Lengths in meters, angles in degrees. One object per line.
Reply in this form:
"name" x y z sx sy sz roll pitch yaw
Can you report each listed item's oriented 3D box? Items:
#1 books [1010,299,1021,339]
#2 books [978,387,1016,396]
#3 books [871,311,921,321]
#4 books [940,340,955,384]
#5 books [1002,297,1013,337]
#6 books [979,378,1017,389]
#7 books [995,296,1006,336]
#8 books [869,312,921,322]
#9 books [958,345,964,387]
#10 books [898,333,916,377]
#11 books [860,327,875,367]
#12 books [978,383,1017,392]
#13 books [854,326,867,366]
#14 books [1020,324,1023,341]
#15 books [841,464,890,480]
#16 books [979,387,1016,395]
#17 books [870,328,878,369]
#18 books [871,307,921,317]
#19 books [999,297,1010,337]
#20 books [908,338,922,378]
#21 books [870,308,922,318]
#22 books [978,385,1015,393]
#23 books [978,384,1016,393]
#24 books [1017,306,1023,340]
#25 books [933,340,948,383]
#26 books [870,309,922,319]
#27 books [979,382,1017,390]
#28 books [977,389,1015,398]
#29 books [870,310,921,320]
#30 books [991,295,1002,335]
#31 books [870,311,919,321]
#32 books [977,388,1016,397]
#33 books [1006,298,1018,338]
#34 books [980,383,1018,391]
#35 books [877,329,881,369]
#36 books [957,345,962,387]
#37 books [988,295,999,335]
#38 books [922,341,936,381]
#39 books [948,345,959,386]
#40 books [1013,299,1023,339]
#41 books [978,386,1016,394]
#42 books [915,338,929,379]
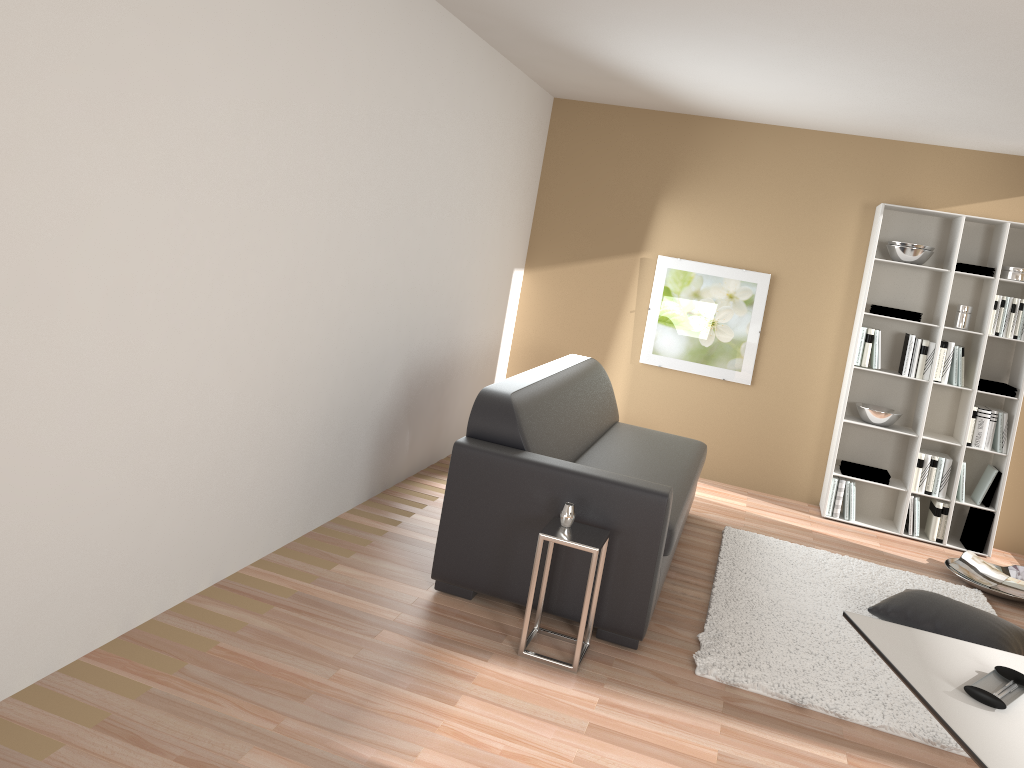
"books" 3.245 -0.429 5.718 0.021 0.256 0.208 11 6 15
"books" 3.157 0.035 5.787 0.211 0.006 0.299 12 10 15
"books" 2.580 -0.463 5.933 0.299 0.006 0.211 12 10 16
"books" 2.878 -0.148 5.843 0.040 0.274 0.208 11 5 15
"books" 3.204 -0.438 5.729 0.021 0.256 0.208 11 6 15
"books" 3.163 -0.007 5.780 0.211 0.006 0.299 12 10 15
"books" 3.163 -0.447 5.739 0.021 0.256 0.208 11 6 15
"books" 2.577 -0.452 5.933 0.299 0.007 0.211 12 10 16
"books" 2.965 -0.122 5.826 0.058 0.256 0.208 11 6 15
"books" 2.649 -0.198 5.899 0.040 0.274 0.208 11 5 15
"books" 2.404 -0.252 5.963 0.040 0.256 0.208 11 6 15
"books" 3.165 0.009 5.784 0.211 0.008 0.299 12 10 15
"books" 2.361 -0.263 5.982 0.040 0.256 0.208 11 6 15
"books" 3.305 -0.415 5.699 0.021 0.256 0.208 11 6 15
"books" 2.400 0.589 5.988 0.299 0.008 0.211 12 10 15
"books" 3.159 0.029 5.788 0.211 0.006 0.299 12 10 14
"books" 2.451 -0.242 5.952 0.060 0.258 0.208 11 6 16
"books" 2.583 -0.484 5.931 0.299 0.006 0.211 13 10 17
"books" 3.183 -0.442 5.735 0.021 0.256 0.208 11 6 15
"books" 2.687 -0.181 5.888 0.040 0.256 0.208 11 6 15
"books" 2.584 -0.478 5.932 0.299 0.006 0.211 12 10 16
"books" 3.159 0.019 5.784 0.211 0.006 0.299 12 10 15
"books" 3.159 0.013 5.786 0.212 0.006 0.299 13 10 16
"books" 3.284 -0.420 5.705 0.021 0.256 0.208 11 6 15
"books" 2.833 -0.157 5.855 0.054 0.270 0.208 11 5 15
"books" 2.583 -0.473 5.932 0.299 0.006 0.211 12 10 16
"books" 3.161 -0.002 5.782 0.211 0.007 0.299 12 10 15
"books" 3.154 0.046 5.788 0.211 0.007 0.299 12 10 15
"books" 2.579 -0.469 5.934 0.299 0.006 0.212 12 10 14
"books" 3.144 -0.452 5.748 0.021 0.256 0.208 11 6 15
"books" 2.579 -0.457 5.934 0.299 0.006 0.211 12 10 16
"books" 3.156 0.041 5.787 0.211 0.006 0.299 12 10 15
"books" 3.223 -0.433 5.717 0.021 0.256 0.208 11 6 15
"books" 3.166 0.004 5.783 0.211 0.008 0.299 12 10 15
"books" 2.476 -0.239 5.956 0.058 0.256 0.208 11 6 15
"books" 2.944 -0.121 5.815 0.058 0.256 0.208 11 6 16
"books" 3.122 -0.455 5.747 0.021 0.256 0.208 11 6 15
"books" 2.765 -0.160 5.866 0.040 0.250 0.208 11 6 15
"books" 2.921 -0.129 5.827 0.060 0.258 0.208 11 6 15
"books" 3.264 -0.424 5.710 0.021 0.256 0.208 11 6 15
"books" 3.158 0.025 5.785 0.211 0.006 0.299 12 10 15
"books" 2.724 -0.171 5.871 0.040 0.256 0.208 11 6 15
